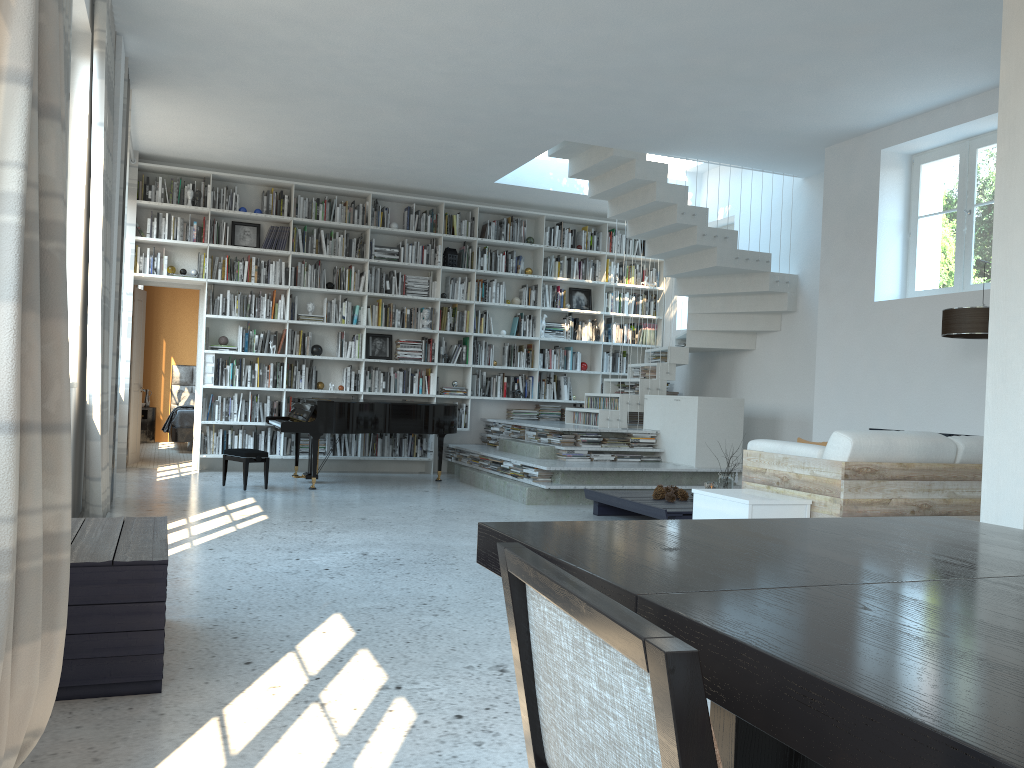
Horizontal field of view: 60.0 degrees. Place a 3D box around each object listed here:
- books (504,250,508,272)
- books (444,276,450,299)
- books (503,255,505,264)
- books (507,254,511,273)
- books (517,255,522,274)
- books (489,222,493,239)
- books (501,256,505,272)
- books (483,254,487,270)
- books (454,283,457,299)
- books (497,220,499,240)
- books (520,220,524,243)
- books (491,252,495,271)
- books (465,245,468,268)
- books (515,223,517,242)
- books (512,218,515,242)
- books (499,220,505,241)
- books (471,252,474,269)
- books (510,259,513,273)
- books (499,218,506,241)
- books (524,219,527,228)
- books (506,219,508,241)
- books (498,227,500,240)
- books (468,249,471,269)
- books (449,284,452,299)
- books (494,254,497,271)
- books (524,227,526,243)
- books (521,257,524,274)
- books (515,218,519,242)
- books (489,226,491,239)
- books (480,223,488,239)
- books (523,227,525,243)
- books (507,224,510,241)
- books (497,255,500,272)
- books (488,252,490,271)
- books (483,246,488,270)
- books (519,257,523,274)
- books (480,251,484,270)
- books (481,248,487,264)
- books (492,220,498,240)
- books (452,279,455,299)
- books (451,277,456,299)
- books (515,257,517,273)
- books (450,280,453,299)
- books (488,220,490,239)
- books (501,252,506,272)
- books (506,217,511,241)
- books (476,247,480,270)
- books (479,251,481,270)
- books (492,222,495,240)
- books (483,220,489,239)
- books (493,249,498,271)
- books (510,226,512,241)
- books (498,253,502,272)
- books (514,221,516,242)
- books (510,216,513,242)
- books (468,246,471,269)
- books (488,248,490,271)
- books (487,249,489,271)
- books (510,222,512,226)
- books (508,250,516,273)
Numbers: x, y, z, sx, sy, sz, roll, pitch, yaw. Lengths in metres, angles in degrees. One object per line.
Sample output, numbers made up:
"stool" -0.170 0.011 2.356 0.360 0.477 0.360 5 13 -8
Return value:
"books" -0.087 -1.449 10.623 0.012 0.285 0.159 2 0 -21
"books" -0.759 -1.114 10.365 0.018 0.285 0.159 2 0 -21
"books" -0.122 -1.420 10.594 0.011 0.222 0.159 2 0 -21
"books" -0.061 -1.424 10.613 0.030 0.238 0.185 2 0 -21
"books" 0.060 -1.417 10.655 0.054 0.235 0.171 2 0 -21
"books" -0.271 -1.798 10.521 0.013 0.229 0.174 2 0 -21
"books" -0.132 -1.414 10.575 0.021 0.209 0.180 2 0 -21
"books" -0.348 -1.423 10.492 0.026 0.208 0.181 2 0 -21
"books" -0.689 -1.071 10.387 0.023 0.207 0.171 2 0 -21
"books" -0.197 -1.808 10.566 0.021 0.256 0.169 2 0 -21
"books" 0.092 -1.814 10.668 0.013 0.297 0.188 2 0 -21
"books" -0.252 -1.435 10.538 0.027 0.241 0.160 2 0 -21
"books" -0.561 -1.475 10.407 0.021 0.288 0.179 2 0 -21
"books" 0.021 -1.795 10.649 0.024 0.252 0.149 2 0 -21
"books" -0.012 -1.821 10.611 0.015 0.299 0.183 2 0 -21
"books" -0.136 -1.806 10.565 0.028 0.258 0.184 2 0 -21
"books" -0.490 -1.435 10.430 0.008 0.214 0.223 2 0 -21
"books" -0.037 -1.395 10.628 0.027 0.181 0.176 2 0 -21
"books" -0.120 -1.822 10.596 0.024 0.292 0.167 2 0 -21
"books" 0.138 -1.817 10.685 0.006 0.306 0.163 2 0 -21
"books" -0.087 -1.817 10.616 0.007 0.285 0.159 2 0 -21
"books" -0.180 -1.774 10.592 0.031 0.190 0.132 2 0 -21
"books" -0.519 -1.453 10.419 0.013 0.248 0.186 2 0 -21
"books" -0.741 -1.063 10.350 0.028 0.185 0.181 2 0 -21
"books" -0.222 -1.425 10.574 0.028 0.223 0.142 2 0 -21
"books" 0.127 -1.769 10.681 0.014 0.209 0.188 2 0 -21
"books" 0.106 -1.412 10.702 0.026 0.229 0.140 2 0 -21
"books" 0.040 -1.822 10.647 0.008 0.307 0.182 2 0 -21
"books" -0.287 -1.776 10.529 0.009 0.183 0.160 2 0 -21
"books" -0.336 -1.789 10.493 0.046 0.206 0.183 2 0 -21
"books" 0.109 -1.772 10.683 0.018 0.214 0.157 2 0 -21
"books" -0.070 -1.789 10.603 0.018 0.231 0.160 2 0 -21
"books" -0.184 -1.419 10.583 0.025 0.216 0.144 2 0 -21
"books" -0.303 -1.435 10.530 0.012 0.235 0.165 2 0 -21
"books" -0.320 -1.471 10.513 0.014 0.307 0.152 2 0 -21
"books" 0.078 -1.407 10.672 0.048 0.216 0.182 2 0 -21
"books" -0.378 -1.442 10.500 0.026 0.243 0.148 2 0 -21
"books" -0.335 -1.460 10.514 0.011 0.283 0.173 2 0 -21
"books" -0.220 -1.808 10.555 0.030 0.255 0.161 2 0 -21
"books" -0.712 -1.094 10.378 0.028 0.250 0.164 2 0 -21
"books" -0.698 -1.106 10.384 0.019 0.275 0.146 2 0 -21
"books" 0.016 -1.408 10.651 0.030 0.213 0.156 2 0 -21
"books" -0.730 -1.091 10.376 0.024 0.242 0.159 2 0 -21
"books" -0.306 -1.807 10.521 0.011 0.244 0.172 2 0 -21
"books" -0.111 -1.440 10.600 0.012 0.264 0.156 2 0 -21
"books" -0.059 -1.829 10.612 0.006 0.312 0.179 2 0 -21
"books" -0.412 -1.465 10.477 0.012 0.285 0.159 2 0 -21
"books" -0.397 -1.441 10.498 0.012 0.239 0.138 2 0 -21
"books" -0.248 -1.795 10.545 0.028 0.226 0.163 2 0 -21
"books" -0.312 -1.807 10.509 0.009 0.244 0.173 2 0 -21
"books" -0.201 -1.454 10.578 0.013 0.284 0.154 2 0 -21
"books" -0.044 -1.773 10.602 0.018 0.201 0.188 2 0 -21
"books" -0.157 -1.428 10.581 0.023 0.237 0.149 2 0 -21
"books" 0.007 -1.807 10.644 0.008 0.275 0.163 2 0 -21
"books" -0.028 -1.836 10.623 0.007 0.329 0.183 2 0 -21
"books" -0.507 -1.474 10.459 0.005 0.292 0.130 2 0 -21
"books" -0.291 -1.464 10.541 0.021 0.296 0.138 2 0 -21
"books" -0.310 -1.452 10.517 0.010 0.268 0.166 2 0 -21
"books" -0.037 -1.797 10.621 0.008 0.251 0.170 2 0 -21
"books" -0.004 -1.446 10.626 0.029 0.285 0.183 2 0 -21
